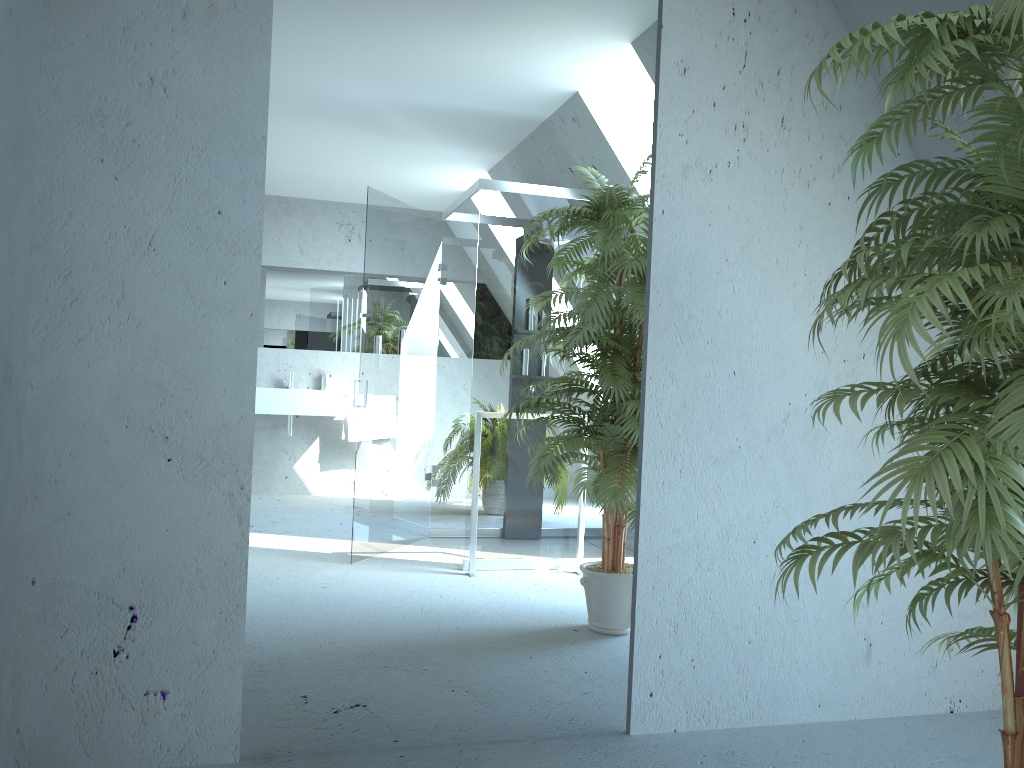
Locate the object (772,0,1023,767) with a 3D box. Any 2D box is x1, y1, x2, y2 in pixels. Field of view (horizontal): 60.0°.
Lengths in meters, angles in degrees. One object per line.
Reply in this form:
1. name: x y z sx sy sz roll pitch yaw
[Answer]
1. object: 1.045 0.042 1.704 0.980 2.034 1.020 3 0 33
